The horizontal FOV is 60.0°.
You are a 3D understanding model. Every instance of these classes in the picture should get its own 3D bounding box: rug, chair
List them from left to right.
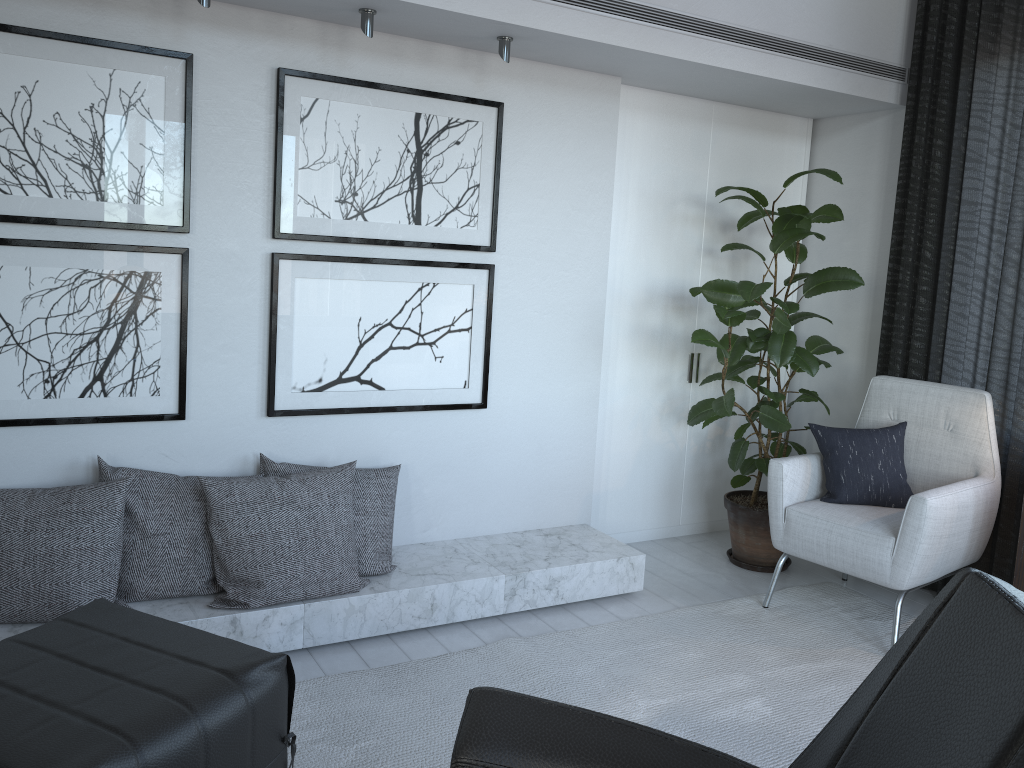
[{"bbox_3d":[-1.402,1.066,0.264,7.770,0.032,2.968,-1,9,-30],"label":"rug"},{"bbox_3d":[-0.895,0.433,2.600,1.336,0.429,0.392,-1,8,-29],"label":"chair"},{"bbox_3d":[0.244,0.634,1.108,0.805,0.807,0.844,4,7,8],"label":"chair"},{"bbox_3d":[1.303,0.411,3.117,0.613,0.820,0.596,-2,9,-40],"label":"chair"}]

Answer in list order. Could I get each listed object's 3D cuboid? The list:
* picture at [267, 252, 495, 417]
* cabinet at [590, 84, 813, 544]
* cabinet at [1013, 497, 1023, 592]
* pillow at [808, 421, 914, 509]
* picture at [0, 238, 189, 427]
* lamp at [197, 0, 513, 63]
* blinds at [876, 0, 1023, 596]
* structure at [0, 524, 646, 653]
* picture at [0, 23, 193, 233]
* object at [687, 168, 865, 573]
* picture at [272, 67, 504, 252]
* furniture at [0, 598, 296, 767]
[{"bbox_3d":[-0.423,-0.162,3.001,0.791,0.521,0.020,-1,7,-30],"label":"picture"},{"bbox_3d":[0.755,-0.265,3.890,1.172,1.887,0.192,0,7,-30],"label":"cabinet"},{"bbox_3d":[2.051,0.692,2.220,0.386,0.610,1.405,0,9,-30],"label":"cabinet"},{"bbox_3d":[1.264,0.282,3.178,0.357,0.294,0.254,3,7,-3],"label":"pillow"},{"bbox_3d":[-1.328,-0.142,2.487,0.791,0.521,0.020,-1,7,-30],"label":"picture"},{"bbox_3d":[-1.848,-1.034,1.819,4.253,0.081,0.053,-1,8,-30],"label":"lamp"},{"bbox_3d":[2.283,-0.637,2.172,0.189,3.264,3.226,0,8,-30],"label":"blinds"},{"bbox_3d":[-2.747,0.722,1.581,7.208,0.134,0.395,-1,9,-30],"label":"structure"},{"bbox_3d":[-1.294,-0.701,2.427,0.791,0.521,0.020,-1,7,-30],"label":"picture"},{"bbox_3d":[0.995,-0.044,3.484,0.640,1.583,0.939,5,7,15],"label":"object"},{"bbox_3d":[-0.390,-0.721,2.943,0.791,0.521,0.020,-1,7,-30],"label":"picture"},{"bbox_3d":[-0.805,0.716,1.689,0.600,0.376,0.616,7,8,24],"label":"furniture"}]
